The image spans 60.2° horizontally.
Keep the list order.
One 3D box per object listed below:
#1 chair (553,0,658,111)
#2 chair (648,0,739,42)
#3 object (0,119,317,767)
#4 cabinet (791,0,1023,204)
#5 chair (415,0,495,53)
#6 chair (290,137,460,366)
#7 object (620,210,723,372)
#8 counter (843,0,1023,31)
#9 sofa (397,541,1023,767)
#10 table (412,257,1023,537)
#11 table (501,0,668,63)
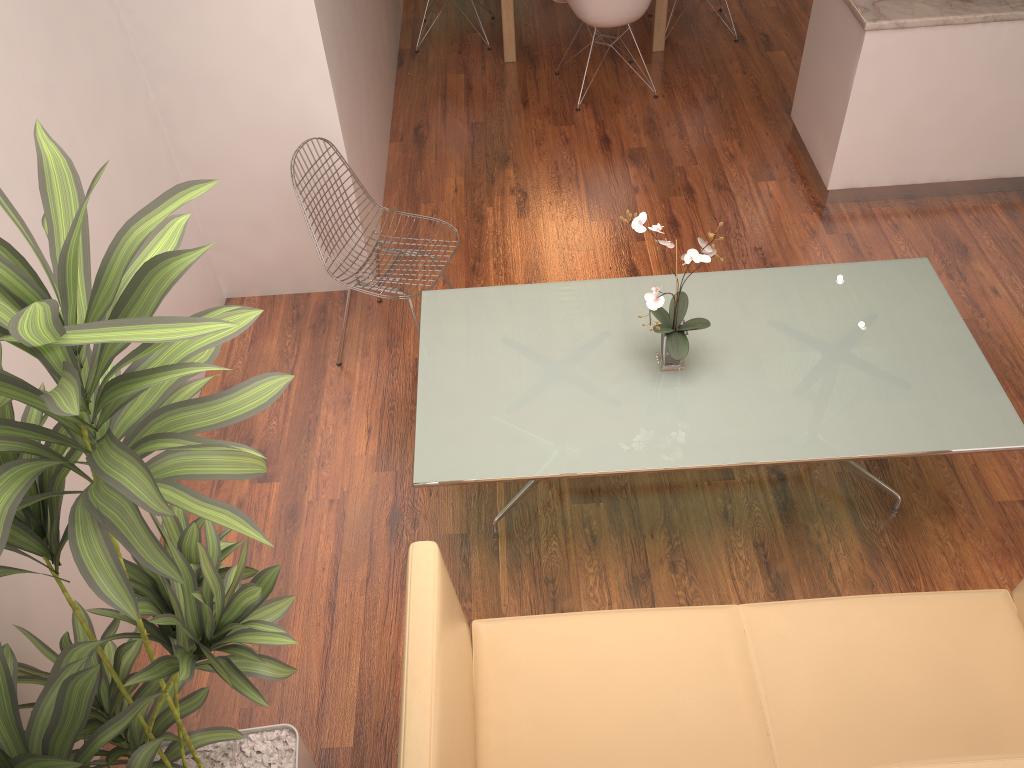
[{"bbox_3d":[0.554,-2.109,5.050,0.680,0.903,0.616,-15,47,-10],"label":"chair"},{"bbox_3d":[1.219,-2.671,5.523,0.642,0.903,0.652,-7,46,-3],"label":"chair"},{"bbox_3d":[-0.864,0.588,1.742,0.966,2.207,1.030,6,47,10],"label":"object"},{"bbox_3d":[2.384,-3.252,4.953,1.914,2.388,4.042,-4,47,1],"label":"cabinet"},{"bbox_3d":[-0.448,-2.686,5.673,0.643,0.903,0.652,-4,46,1],"label":"chair"},{"bbox_3d":[-0.524,-0.529,3.625,0.559,0.944,0.519,11,48,14],"label":"chair"},{"bbox_3d":[0.512,-0.311,2.750,0.298,0.618,0.353,-8,46,-3],"label":"object"},{"bbox_3d":[1.737,-3.083,4.277,3.217,1.416,2.921,-4,47,1],"label":"counter"},{"bbox_3d":[0.659,0.908,2.225,1.802,0.879,0.837,-4,46,1],"label":"sofa"},{"bbox_3d":[0.627,0.120,3.166,1.871,0.588,0.895,-4,47,1],"label":"table"},{"bbox_3d":[0.403,-3.111,6.036,1.026,0.850,1.974,-4,47,1],"label":"table"}]
